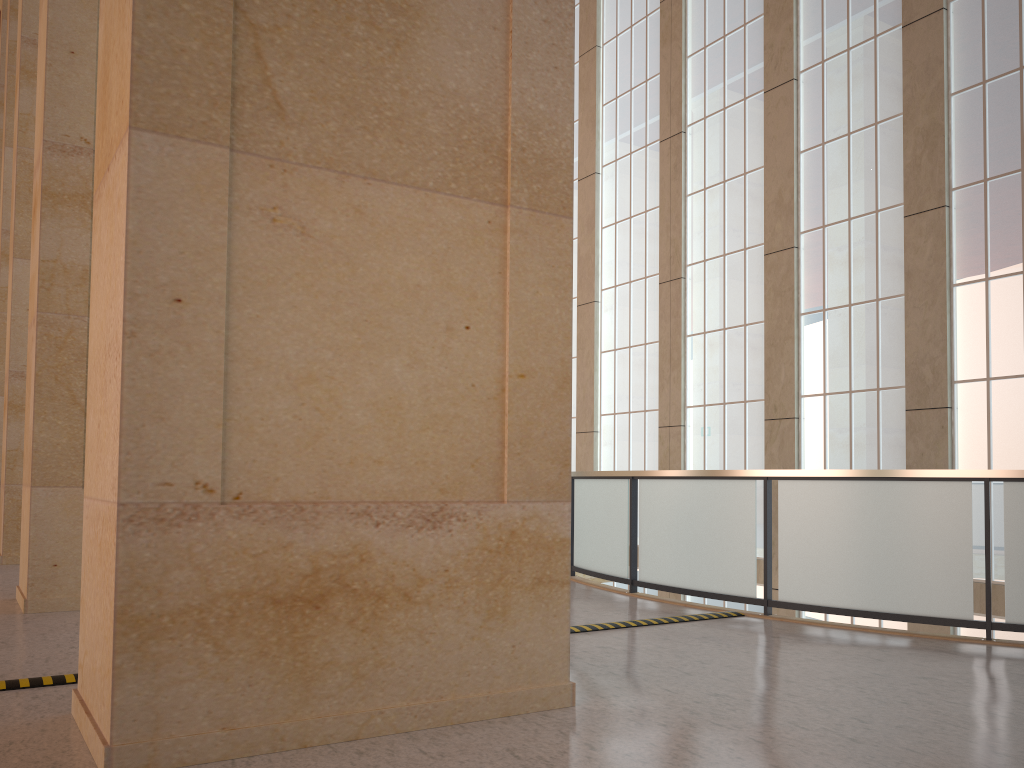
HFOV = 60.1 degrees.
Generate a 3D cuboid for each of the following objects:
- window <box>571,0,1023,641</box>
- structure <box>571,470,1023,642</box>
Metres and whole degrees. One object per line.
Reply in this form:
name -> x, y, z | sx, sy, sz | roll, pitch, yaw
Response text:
window -> -26.949, 5.916, 70.258 | 0.010, 28.550, 165.359 | 2, -6, -32
structure -> 4.636, 2.176, 12.715 | 5.257, 1.789, 13.104 | 6, -8, -42
